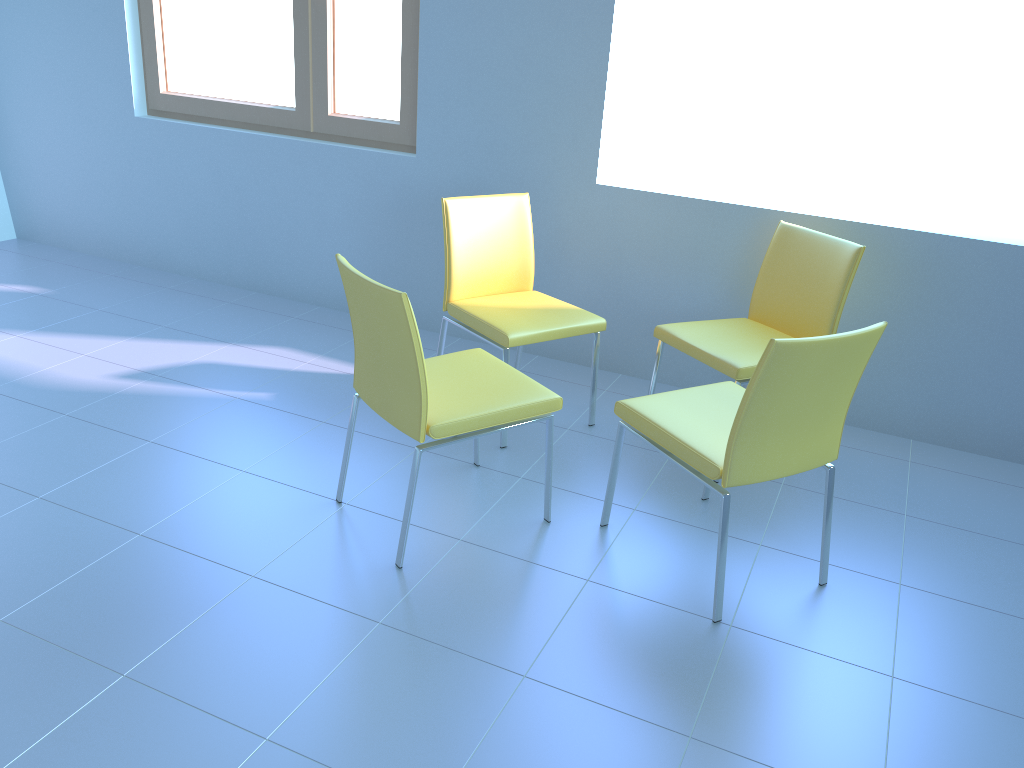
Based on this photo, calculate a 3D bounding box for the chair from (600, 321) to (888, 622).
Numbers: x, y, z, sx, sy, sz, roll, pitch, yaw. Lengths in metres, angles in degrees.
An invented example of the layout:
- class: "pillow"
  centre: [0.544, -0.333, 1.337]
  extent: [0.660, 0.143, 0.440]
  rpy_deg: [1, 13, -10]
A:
- class: "chair"
  centre: [0.547, 0.127, 2.181]
  extent: [0.387, 0.699, 0.484]
  rpy_deg: [-9, 26, -28]

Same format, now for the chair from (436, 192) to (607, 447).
- class: "chair"
  centre: [0.011, -0.237, 2.945]
  extent: [0.387, 0.695, 0.484]
  rpy_deg: [-12, 27, -33]

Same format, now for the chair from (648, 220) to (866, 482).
- class: "chair"
  centre: [0.758, -0.126, 2.813]
  extent: [0.484, 0.695, 0.387]
  rpy_deg: [-9, 26, -28]

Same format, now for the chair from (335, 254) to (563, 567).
- class: "chair"
  centre: [-0.176, 0.026, 2.289]
  extent: [0.484, 0.695, 0.387]
  rpy_deg: [-12, 27, -33]

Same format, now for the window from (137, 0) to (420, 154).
- class: "window"
  centre: [-0.977, -1.664, 3.597]
  extent: [1.475, 1.263, 0.142]
  rpy_deg: [14, 25, 21]
